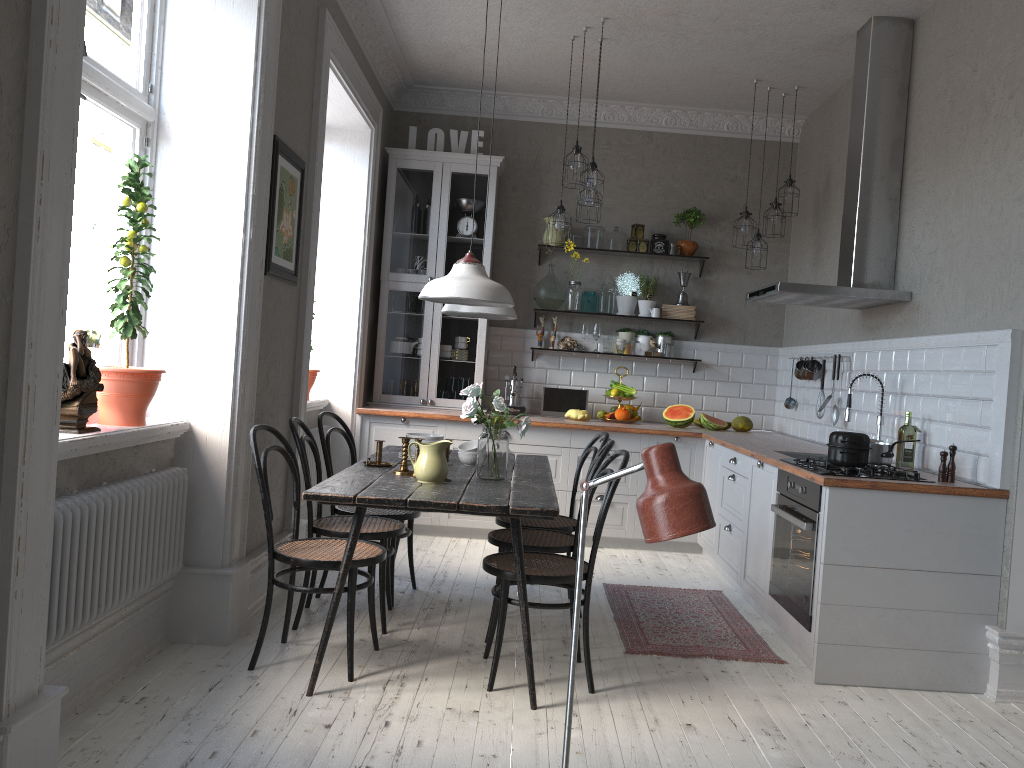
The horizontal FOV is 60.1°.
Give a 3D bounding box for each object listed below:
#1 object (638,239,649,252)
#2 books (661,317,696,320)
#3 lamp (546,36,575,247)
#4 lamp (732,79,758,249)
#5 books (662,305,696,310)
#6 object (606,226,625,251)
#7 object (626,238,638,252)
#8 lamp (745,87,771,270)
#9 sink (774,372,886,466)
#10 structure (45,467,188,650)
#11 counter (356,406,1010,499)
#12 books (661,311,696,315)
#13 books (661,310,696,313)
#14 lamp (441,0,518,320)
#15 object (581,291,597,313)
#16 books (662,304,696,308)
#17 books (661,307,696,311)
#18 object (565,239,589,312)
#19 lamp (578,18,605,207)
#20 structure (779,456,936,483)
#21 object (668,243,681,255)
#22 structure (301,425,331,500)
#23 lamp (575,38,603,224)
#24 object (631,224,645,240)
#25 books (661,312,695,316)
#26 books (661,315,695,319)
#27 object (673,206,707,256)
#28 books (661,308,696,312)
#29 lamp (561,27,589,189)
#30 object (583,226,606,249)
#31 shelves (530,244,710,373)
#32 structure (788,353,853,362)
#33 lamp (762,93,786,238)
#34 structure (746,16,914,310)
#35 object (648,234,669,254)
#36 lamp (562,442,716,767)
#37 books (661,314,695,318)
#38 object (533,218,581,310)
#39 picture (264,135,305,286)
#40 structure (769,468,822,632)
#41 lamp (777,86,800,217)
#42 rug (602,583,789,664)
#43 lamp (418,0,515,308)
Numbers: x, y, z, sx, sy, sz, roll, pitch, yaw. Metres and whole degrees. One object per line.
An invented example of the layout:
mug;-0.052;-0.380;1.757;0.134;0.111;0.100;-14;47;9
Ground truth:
object;1.015;-1.057;6.844;0.082;0.113;0.083;4;1;10
books;1.292;-0.503;6.897;0.261;0.011;0.158;4;1;2
lamp;0.350;-1.735;5.541;0.149;1.735;0.144;3;1;-33
lamp;1.656;-1.808;6.088;0.144;1.735;0.149;5;1;32
books;1.298;-0.590;6.896;0.259;0.016;0.158;4;1;8
object;0.813;-1.126;6.943;0.143;0.220;0.137;3;1;-41
object;0.928;-1.063;6.846;0.083;0.113;0.083;4;1;0
lamp;1.778;-1.679;6.227;0.149;1.735;0.144;4;1;-28
sink;1.705;0.285;4.669;0.528;0.720;0.485;4;1;0
structure;-1.345;0.547;2.916;0.149;0.428;1.221;4;1;-1
counter;0.499;0.311;5.290;3.164;0.039;3.388;4;1;0
books;1.295;-0.547;6.896;0.260;0.011;0.158;4;1;5
books;1.295;-0.558;6.896;0.261;0.011;0.158;4;1;2
lamp;-0.096;-1.259;4.370;0.377;1.858;0.381;4;1;7
object;0.600;-0.633;6.901;0.126;0.172;0.126;4;1;3
books;1.299;-0.601;6.896;0.260;0.011;0.158;4;1;5
books;1.297;-0.580;6.896;0.259;0.016;0.159;4;1;12
object;0.469;-0.825;6.750;0.193;0.540;0.279;4;1;-8
lamp;0.522;-1.927;5.225;0.150;1.735;0.143;3;1;-43
structure;1.545;0.378;4.021;0.496;0.031;0.605;4;1;0
object;1.247;-1.031;6.802;0.093;0.096;0.074;4;1;0
structure;-1.301;0.501;5.449;0.149;0.428;1.221;4;1;-1
lamp;0.536;-1.881;5.540;0.148;1.735;0.145;4;1;-13
object;0.969;-1.172;6.833;0.084;0.113;0.081;4;1;-20
books;1.294;-0.536;6.897;0.259;0.016;0.158;4;1;8
books;1.292;-0.515;6.897;0.260;0.011;0.158;4;1;5
object;1.381;-1.173;6.855;0.257;0.397;0.245;5;1;24
books;1.296;-0.569;6.896;0.260;0.011;0.158;4;1;5
lamp;0.439;-2.067;5.379;0.148;1.735;0.145;4;1;-13
object;0.631;-1.120;6.844;0.168;0.184;0.175;5;1;39
shelves;0.823;-0.559;6.878;1.318;0.923;0.228;4;1;-1
structure;2.044;-0.174;5.930;0.094;0.053;1.085;4;1;1
lamp;1.933;-1.923;6.332;0.143;1.735;0.150;5;1;42
structure;1.829;-1.266;5.043;0.713;1.595;0.711;4;1;0
object;1.141;-1.079;6.897;0.142;0.174;0.142;4;1;0
lamp;0.121;0.491;1.190;0.246;0.839;0.141;5;1;35
books;1.293;-0.526;6.897;0.259;0.016;0.159;4;1;12
object;0.301;-0.907;6.789;0.340;0.674;0.331;4;1;-32
picture;-1.058;-0.792;4.157;0.020;0.619;0.521;4;1;1
structure;1.545;0.743;4.023;0.619;0.623;0.622;4;1;0
lamp;1.981;-2.045;6.162;0.149;1.735;0.144;4;1;-28
rug;0.863;1.187;4.505;0.736;0.014;1.288;4;1;0
lamp;-0.113;-1.243;3.476;0.371;1.858;0.387;5;1;37
